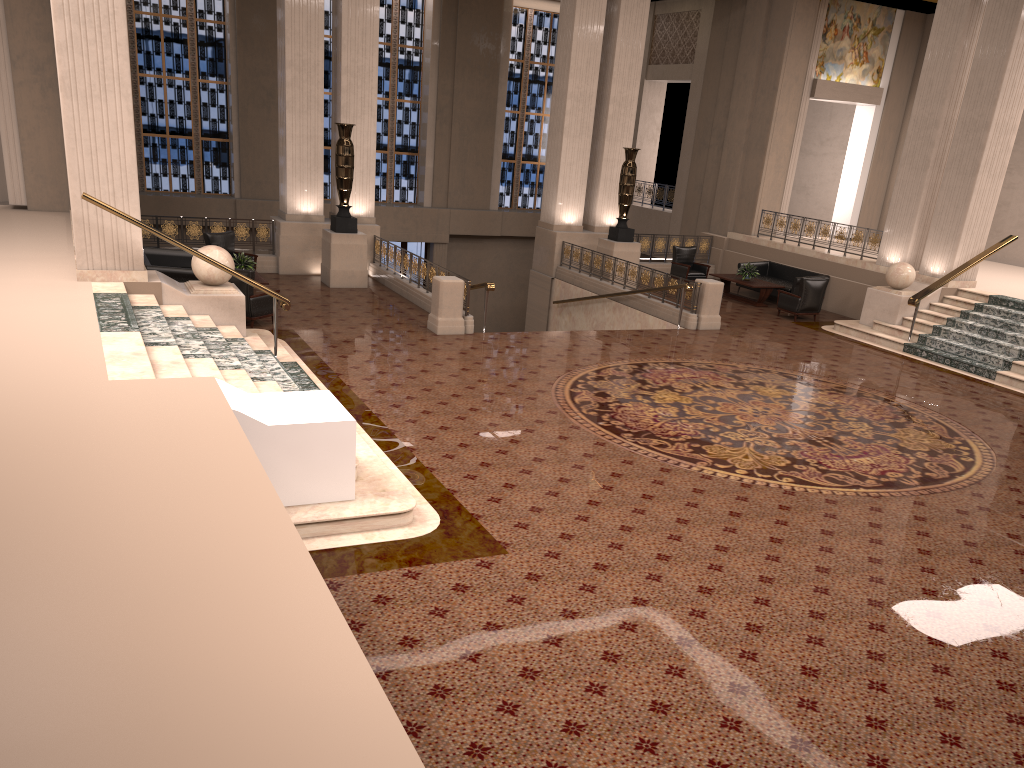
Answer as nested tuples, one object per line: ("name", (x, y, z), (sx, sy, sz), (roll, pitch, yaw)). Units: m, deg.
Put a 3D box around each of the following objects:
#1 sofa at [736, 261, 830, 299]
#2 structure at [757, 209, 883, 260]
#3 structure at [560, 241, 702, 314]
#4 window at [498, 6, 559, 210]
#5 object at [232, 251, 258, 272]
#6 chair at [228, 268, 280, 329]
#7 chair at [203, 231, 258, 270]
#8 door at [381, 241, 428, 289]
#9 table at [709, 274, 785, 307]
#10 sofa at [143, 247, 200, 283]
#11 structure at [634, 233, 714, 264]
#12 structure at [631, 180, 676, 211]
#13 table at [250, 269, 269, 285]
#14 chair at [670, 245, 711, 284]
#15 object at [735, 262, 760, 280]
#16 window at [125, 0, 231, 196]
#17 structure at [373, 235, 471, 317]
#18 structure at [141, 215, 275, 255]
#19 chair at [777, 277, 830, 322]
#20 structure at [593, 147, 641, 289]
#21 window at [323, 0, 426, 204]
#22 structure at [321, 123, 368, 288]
("sofa", (5.732, -2.142, 18.897), (0.872, 0.734, 1.860), (-4, 19, -26))
("structure", (6.527, -3.206, 18.904), (0.032, 0.649, 3.575), (-6, 20, -26))
("structure", (2.132, -2.157, 17.200), (0.079, 0.558, 4.778), (-6, 20, -26))
("window", (0.907, -7.887, 25.818), (2.976, 5.571, 0.067), (-5, 23, -25))
("object", (-4.289, -1.909, 13.935), (0.501, 0.391, 0.506), (7, 18, 5))
("chair", (-3.821, -1.285, 12.721), (0.642, 0.877, 0.697), (13, 21, 22))
("chair", (-4.964, -2.217, 15.543), (0.708, 0.877, 0.631), (15, 22, 26))
("door", (-3.181, -2.792, 25.472), (1.486, 2.832, 0.150), (-5, 23, -25))
("table", (4.895, -1.974, 18.554), (0.836, 0.453, 1.427), (-4, 19, -26))
("sofa", (-5.281, -1.635, 13.702), (0.872, 0.734, 1.860), (-4, 19, -26))
("structure", (3.692, -3.201, 20.852), (2.526, 0.680, 0.031), (-3, 22, -25))
("structure", (3.914, -5.174, 24.223), (0.031, 0.694, 2.085), (-6, 20, -26))
("table", (-4.463, -1.543, 14.140), (0.836, 0.453, 1.427), (-4, 19, -26))
("chair", (3.982, -2.630, 19.767), (0.643, 0.877, 0.695), (-7, 23, -30))
("object", (4.922, -2.363, 18.383), (0.501, 0.391, 0.506), (7, 18, 5))
("window", (-8.445, -7.456, 21.406), (2.976, 5.571, 0.067), (-5, 23, -25))
("structure", (-1.681, -1.982, 15.401), (0.079, 0.558, 4.776), (-5, 19, -25))
("structure", (-5.715, -2.768, 16.414), (2.526, 0.680, 0.031), (-3, 22, -25))
("chair", (5.584, -1.672, 17.000), (0.645, 0.877, 0.693), (-5, 22, -25))
("structure", (2.317, -3.455, 18.458), (0.697, 2.899, 0.676), (-5, 23, -25))
("window", (-3.849, -7.668, 23.574), (2.976, 5.571, 0.067), (-5, 23, -25))
("structure", (-3.023, -3.209, 15.938), (0.697, 2.899, 0.676), (-5, 23, -25))
